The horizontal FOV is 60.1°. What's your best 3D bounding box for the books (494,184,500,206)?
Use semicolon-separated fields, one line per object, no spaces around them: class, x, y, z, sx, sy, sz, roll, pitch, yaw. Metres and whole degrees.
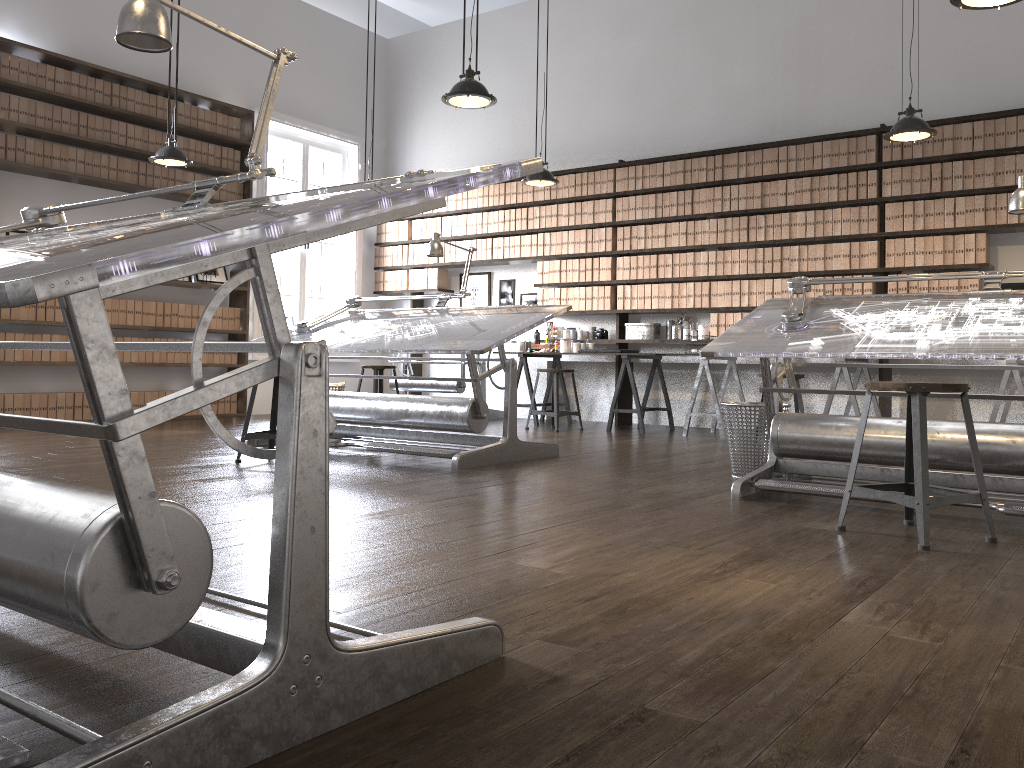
books;-0.108;-1.931;9.122;0.067;0.226;0.174;0;-1;36

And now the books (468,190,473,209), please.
books;-0.386;-1.941;9.324;0.067;0.226;0.174;0;-1;36

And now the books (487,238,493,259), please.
books;-0.182;-1.381;9.145;0.067;0.226;0.174;0;-1;36

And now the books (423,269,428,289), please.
books;-0.891;-1.135;9.647;0.067;0.226;0.174;0;-1;36

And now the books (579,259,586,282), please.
books;0.720;-1.079;8.487;0.067;0.226;0.174;0;-1;36

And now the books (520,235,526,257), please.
books;0.162;-1.369;8.901;0.067;0.226;0.174;0;-1;36

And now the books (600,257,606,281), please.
books;0.900;-1.073;8.354;0.067;0.226;0.174;0;-1;36

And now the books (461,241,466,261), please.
books;-0.462;-1.390;9.351;0.067;0.226;0.174;0;-1;36

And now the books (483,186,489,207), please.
books;-0.216;-1.935;9.192;0.067;0.226;0.174;0;-1;36

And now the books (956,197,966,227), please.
books;3.352;-1.265;6.588;0.067;0.226;0.174;0;-1;36

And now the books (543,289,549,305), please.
books;0.383;-0.820;8.718;0.067;0.226;0.174;0;-1;36

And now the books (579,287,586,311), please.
books;0.718;-0.808;8.469;0.067;0.226;0.174;0;-1;36

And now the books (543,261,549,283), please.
books;0.386;-1.090;8.725;0.067;0.226;0.174;0;-1;36

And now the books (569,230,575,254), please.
books;0.622;-1.360;8.566;0.067;0.226;0.174;0;-1;36

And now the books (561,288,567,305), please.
books;0.550;-0.814;8.597;0.067;0.226;0.174;0;-1;36

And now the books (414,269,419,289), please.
books;-0.994;-1.138;9.725;0.067;0.226;0.174;0;-1;36

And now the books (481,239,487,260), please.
books;-0.239;-1.383;9.193;0.067;0.226;0.174;0;-1;36

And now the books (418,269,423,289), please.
books;-0.942;-1.137;9.689;0.067;0.226;0.174;0;-1;36

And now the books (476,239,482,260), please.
books;-0.293;-1.385;9.230;0.067;0.226;0.174;0;-1;36

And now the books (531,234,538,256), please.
books;0.270;-1.365;8.818;0.067;0.226;0.174;0;-1;36

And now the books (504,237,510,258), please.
books;-0.003;-1.375;9.022;0.067;0.226;0.174;0;-1;36

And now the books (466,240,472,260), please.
books;-0.405;-1.388;9.306;0.067;0.226;0.174;0;-1;36

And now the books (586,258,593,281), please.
books;0.777;-1.077;8.439;0.067;0.226;0.174;0;-1;36

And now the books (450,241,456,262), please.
books;-0.574;-1.394;9.434;0.067;0.226;0.174;0;-1;36

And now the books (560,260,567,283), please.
books;0.547;-1.085;8.612;0.067;0.226;0.174;0;-1;36

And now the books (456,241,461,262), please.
books;-0.516;-1.392;9.395;0.067;0.226;0.174;0;-1;36

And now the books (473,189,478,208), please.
books;-0.332;-1.939;9.280;0.067;0.226;0.174;0;-1;36

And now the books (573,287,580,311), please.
books;0.662;-0.810;8.514;0.067;0.226;0.174;0;-1;36

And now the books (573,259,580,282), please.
books;0.659;-1.081;8.525;0.067;0.226;0.174;0;-1;36

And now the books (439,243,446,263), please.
books;-0.698;-1.399;9.522;0.067;0.226;0.174;0;-1;36

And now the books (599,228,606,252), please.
books;0.895;-1.351;8.366;0.067;0.226;0.174;0;-1;36

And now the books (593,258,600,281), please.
books;0.840;-1.075;8.400;0.067;0.226;0.174;0;-1;36

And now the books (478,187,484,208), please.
books;-0.275;-1.937;9.234;0.067;0.226;0.174;0;-1;36

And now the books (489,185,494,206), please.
books;-0.163;-1.933;9.158;0.067;0.226;0.174;0;-1;36

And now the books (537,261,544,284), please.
books;0.326;-1.093;8.766;0.067;0.226;0.174;0;-1;36

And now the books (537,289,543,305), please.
books;0.326;-0.821;8.753;0.067;0.226;0.174;0;-1;36

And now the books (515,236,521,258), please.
books;0.105;-1.371;8.936;0.067;0.226;0.174;0;-1;36

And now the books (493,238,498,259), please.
books;-0.118;-1.379;9.106;0.067;0.226;0.174;0;-1;36

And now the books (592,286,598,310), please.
books;0.831;-0.804;8.393;0.067;0.226;0.174;0;-1;36

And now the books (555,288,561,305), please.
books;0.490;-0.816;8.636;0.067;0.226;0.174;0;-1;36

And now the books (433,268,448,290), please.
books;-0.775;-1.131;9.569;0.067;0.226;0.174;0;-1;36

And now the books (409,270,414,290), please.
books;-1.054;-1.140;9.766;0.067;0.226;0.174;0;-1;36

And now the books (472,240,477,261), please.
books;-0.347;-1.386;9.263;0.067;0.226;0.174;0;-1;36

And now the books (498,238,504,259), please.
books;-0.063;-1.377;9.060;0.067;0.226;0.174;0;-1;36

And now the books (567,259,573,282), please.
books;0.604;-1.083;8.570;0.067;0.226;0.174;0;-1;36

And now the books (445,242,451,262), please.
books;-0.633;-1.396;9.472;0.067;0.226;0.174;0;-1;36

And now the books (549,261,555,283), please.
books;0.437;-1.089;8.690;0.067;0.226;0.174;0;-1;36

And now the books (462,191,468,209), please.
books;-0.443;-1.943;9.363;0.067;0.226;0.174;0;-1;36

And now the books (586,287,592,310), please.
books;0.777;-0.806;8.426;0.067;0.226;0.174;0;-1;36

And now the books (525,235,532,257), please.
books;0.212;-1.367;8.862;0.067;0.226;0.174;0;-1;36

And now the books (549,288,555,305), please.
books;0.433;-0.818;8.680;0.067;0.226;0.174;0;-1;36

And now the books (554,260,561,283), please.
books;0.489;-1.087;8.647;0.067;0.226;0.174;0;-1;36

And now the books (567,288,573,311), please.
books;0.607;-0.812;8.558;0.067;0.226;0.174;0;-1;36

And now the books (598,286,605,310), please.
books;0.885;-0.802;8.356;0.067;0.226;0.174;0;-1;36

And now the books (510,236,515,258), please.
books;0.054;-1.373;8.980;0.067;0.226;0.174;0;-1;36

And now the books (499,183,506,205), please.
books;-0.051;-1.929;9.074;0.067;0.226;0.174;0;-1;36

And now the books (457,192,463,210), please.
books;-0.503;-1.945;9.401;0.067;0.226;0.174;0;-1;36

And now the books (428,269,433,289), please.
books;-0.831;-1.133;9.611;0.067;0.226;0.174;0;-1;36
